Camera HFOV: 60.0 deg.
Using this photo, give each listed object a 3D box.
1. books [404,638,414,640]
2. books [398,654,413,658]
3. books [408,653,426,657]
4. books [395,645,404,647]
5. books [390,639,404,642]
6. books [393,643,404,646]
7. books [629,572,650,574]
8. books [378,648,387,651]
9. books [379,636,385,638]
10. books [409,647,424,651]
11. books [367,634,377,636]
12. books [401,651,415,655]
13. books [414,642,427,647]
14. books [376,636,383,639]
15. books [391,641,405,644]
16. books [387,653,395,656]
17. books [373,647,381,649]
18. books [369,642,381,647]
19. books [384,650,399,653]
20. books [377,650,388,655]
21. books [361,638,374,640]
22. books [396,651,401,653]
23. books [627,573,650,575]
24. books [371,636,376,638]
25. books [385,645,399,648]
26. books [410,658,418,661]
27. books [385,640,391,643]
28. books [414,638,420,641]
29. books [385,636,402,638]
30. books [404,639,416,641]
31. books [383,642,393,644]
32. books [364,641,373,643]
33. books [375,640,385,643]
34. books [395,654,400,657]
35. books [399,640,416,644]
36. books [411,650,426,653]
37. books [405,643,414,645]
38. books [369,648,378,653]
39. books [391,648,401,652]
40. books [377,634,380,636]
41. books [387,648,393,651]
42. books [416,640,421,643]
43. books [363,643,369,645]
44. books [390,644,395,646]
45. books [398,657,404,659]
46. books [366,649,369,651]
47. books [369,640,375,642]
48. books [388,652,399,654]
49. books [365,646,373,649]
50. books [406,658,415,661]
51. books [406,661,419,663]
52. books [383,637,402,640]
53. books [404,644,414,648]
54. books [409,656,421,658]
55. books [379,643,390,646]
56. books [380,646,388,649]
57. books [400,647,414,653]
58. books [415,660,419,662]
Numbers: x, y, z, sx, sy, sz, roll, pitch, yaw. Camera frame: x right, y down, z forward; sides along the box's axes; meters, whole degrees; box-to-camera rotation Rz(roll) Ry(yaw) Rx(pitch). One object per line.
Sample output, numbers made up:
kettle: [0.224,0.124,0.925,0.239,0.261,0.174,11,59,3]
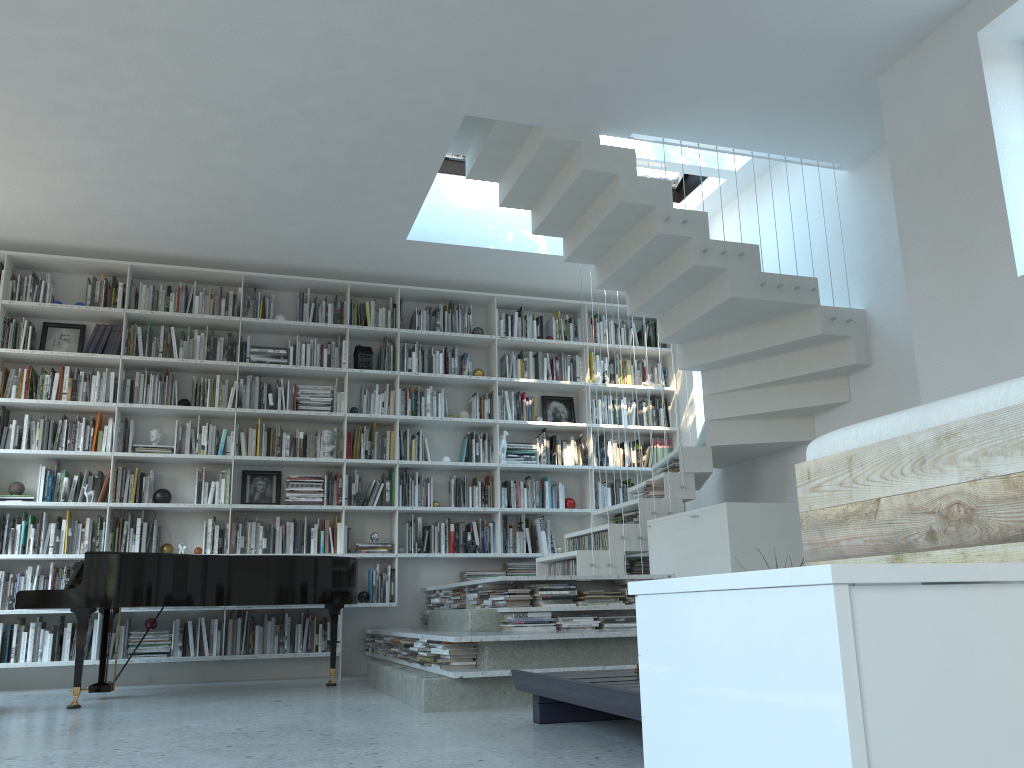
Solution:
books: [-0.559,1.548,5.391,0.160,0.008,0.239,3,-15,-16]
books: [-0.576,1.643,5.362,0.189,0.009,0.291,2,-15,-14]
books: [-0.482,1.551,5.084,0.189,0.013,0.215,4,-15,-19]
books: [-0.649,1.670,5.667,0.155,0.009,0.298,3,-15,-16]
books: [-0.664,1.637,5.671,0.179,0.012,0.250,4,-15,-20]
books: [-0.653,1.661,5.668,0.169,0.009,0.242,3,-15,-17]
books: [1.184,1.645,7.725,0.368,0.007,0.206,1,-15,-9]
books: [-0.840,1.861,6.231,0.172,0.014,0.221,3,-15,-16]
books: [-0.839,1.781,6.251,0.159,0.006,0.286,3,-15,-15]
books: [-0.479,1.520,5.093,0.180,0.016,0.183,4,-15,-20]
books: [-1.015,1.924,6.810,0.158,0.014,0.235,4,-15,-19]
books: [-0.568,1.626,5.369,0.177,0.011,0.220,3,-15,-15]
books: [-0.466,1.500,5.102,0.141,0.028,0.223,5,-16,-22]
books: [-0.915,1.865,6.539,0.135,0.014,0.298,3,-15,-16]
books: [-0.661,1.650,5.668,0.165,0.014,0.236,5,-16,-22]
books: [-0.742,1.811,5.937,0.157,0.014,0.180,4,-15,-20]
books: [-0.925,1.935,6.518,0.147,0.012,0.206,5,-16,-22]
books: [-0.945,1.915,6.517,0.191,0.028,0.213,2,-15,-13]
books: [-0.746,1.790,5.941,0.159,0.012,0.293,4,-15,-20]
books: [-0.846,1.880,6.224,0.177,0.026,0.231,2,-15,-14]
books: [-1.034,1.953,6.797,0.191,0.013,0.244,4,-15,-21]
books: [-0.643,1.706,5.660,0.130,0.014,0.250,5,-16,-22]
books: [1.185,1.652,7.721,0.328,0.008,0.208,2,-15,-14]
books: [-1.001,1.940,6.810,0.133,0.017,0.231,3,-15,-16]
books: [-0.748,1.760,5.948,0.159,0.011,0.246,4,-15,-21]
books: [-0.472,1.576,5.081,0.171,0.005,0.298,3,-15,-18]
books: [-0.760,1.725,5.953,0.182,0.016,0.199,2,-15,-12]
books: [-0.469,1.467,5.110,0.157,0.014,0.216,3,-15,-15]
books: [-0.750,1.698,5.963,0.174,0.011,0.228,3,-15,-18]
books: [-0.556,1.555,5.391,0.157,0.007,0.269,3,-15,-17]
books: [-0.753,1.737,5.952,0.169,0.009,0.242,4,-15,-21]
books: [-1.026,1.977,6.793,0.188,0.009,0.211,3,-15,-18]
books: [-0.848,1.809,6.242,0.180,0.015,0.295,4,-15,-19]
books: [-0.658,1.730,5.649,0.161,0.008,0.255,2,-15,-12]
books: [-0.569,1.564,5.384,0.170,0.014,0.281,4,-15,-20]
books: [-0.477,1.532,5.091,0.171,0.007,0.261,2,-15,-14]
books: [-0.554,1.576,5.386,0.150,0.008,0.218,3,-15,-18]
books: [-0.936,1.955,6.510,0.189,0.030,0.238,3,-15,-17]
books: [-0.661,1.692,5.658,0.182,0.013,0.288,3,-15,-16]
books: [-0.920,1.849,6.542,0.137,0.018,0.201,2,-15,-13]
books: [-0.742,1.779,5.945,0.165,0.012,0.205,3,-15,-17]
books: [-0.468,1.480,5.106,0.139,0.013,0.289,2,-15,-12]
books: [-1.028,1.987,6.790,0.177,0.012,0.279,4,-15,-21]
books: [-0.736,1.749,5.955,0.140,0.013,0.181,2,-15,-14]
books: [-0.643,1.738,5.652,0.147,0.008,0.237,3,-15,-18]
books: [-1.015,2.033,6.782,0.171,0.015,0.242,3,-15,-17]
books: [-1.004,1.967,6.803,0.136,0.013,0.259,4,-15,-19]
books: [-0.734,1.800,5.943,0.140,0.008,0.284,4,-15,-19]
books: [-1.026,2.011,6.785,0.179,0.012,0.262,2,-15,-14]
books: [-0.556,1.660,5.364,0.142,0.012,0.292,2,-15,-13]
books: [-0.487,1.588,5.073,0.193,0.005,0.225,4,-15,-21]
books: [-0.753,1.710,5.959,0.171,0.015,0.253,4,-15,-20]
books: [-0.556,1.588,5.382,0.142,0.017,0.240,4,-15,-21]
books: [-0.476,1.561,5.083,0.180,0.008,0.268,3,-15,-18]
books: [-0.845,1.826,6.238,0.171,0.020,0.194,2,-15,-13]
books: [-0.827,1.852,6.237,0.149,0.007,0.301,3,-15,-17]
books: [-0.566,1.608,5.374,0.160,0.025,0.244,5,-16,-22]
books: [-0.468,1.583,5.081,0.147,0.008,0.237,2,-15,-12]
